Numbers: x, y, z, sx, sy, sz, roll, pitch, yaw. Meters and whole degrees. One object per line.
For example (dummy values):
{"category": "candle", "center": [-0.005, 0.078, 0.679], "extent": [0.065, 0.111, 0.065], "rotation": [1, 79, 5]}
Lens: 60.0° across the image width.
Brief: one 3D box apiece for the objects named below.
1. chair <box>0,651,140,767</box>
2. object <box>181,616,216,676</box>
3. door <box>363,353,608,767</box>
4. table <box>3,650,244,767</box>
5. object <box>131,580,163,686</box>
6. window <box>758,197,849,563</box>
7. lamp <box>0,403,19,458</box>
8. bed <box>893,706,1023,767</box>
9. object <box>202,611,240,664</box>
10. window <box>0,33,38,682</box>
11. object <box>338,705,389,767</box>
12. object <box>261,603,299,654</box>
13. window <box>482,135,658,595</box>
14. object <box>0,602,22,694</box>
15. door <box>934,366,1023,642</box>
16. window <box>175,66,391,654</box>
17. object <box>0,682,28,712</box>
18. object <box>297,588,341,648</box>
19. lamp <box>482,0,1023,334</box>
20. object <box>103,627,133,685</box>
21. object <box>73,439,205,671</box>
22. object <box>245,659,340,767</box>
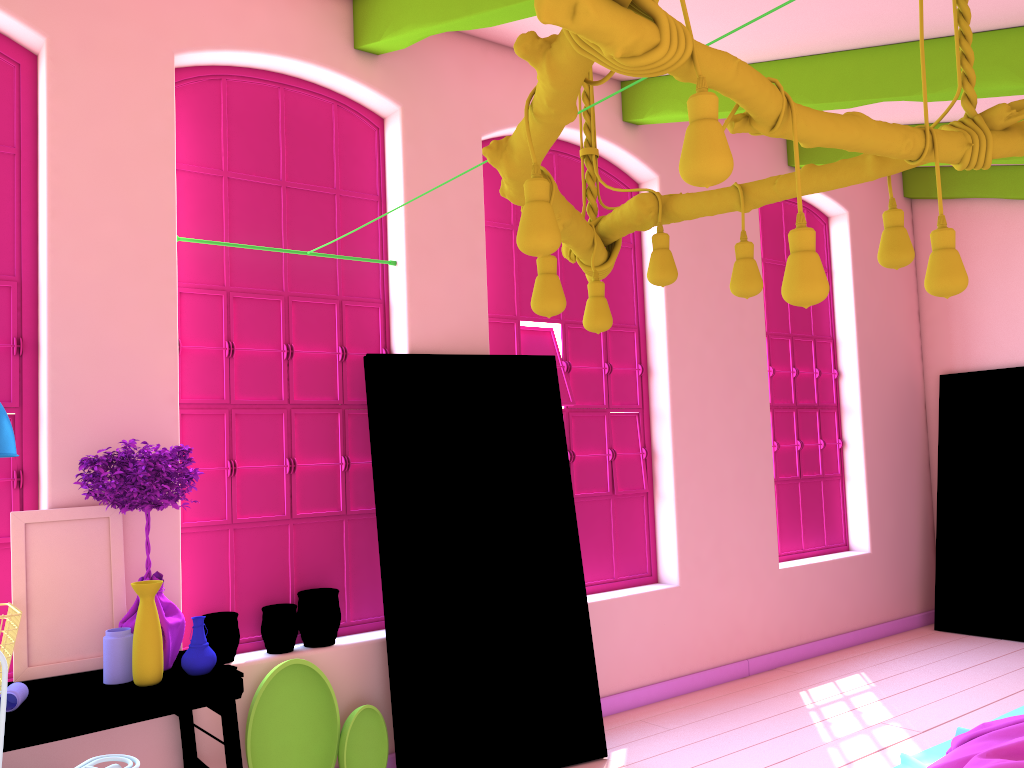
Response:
{"category": "chair", "center": [-1.612, 1.284, 2.510], "extent": [1.078, 1.237, 0.925], "rotation": [-2, -4, -2]}
{"category": "object", "center": [-1.246, 1.039, 3.526], "extent": [0.132, 0.219, 0.132], "rotation": [-1, -4, -20]}
{"category": "door", "center": [-0.143, 0.917, 4.722], "extent": [1.153, 2.209, 0.450], "rotation": [0, -4, -27]}
{"category": "table", "center": [-2.093, 1.553, 3.084], "extent": [2.193, 0.820, 0.656], "rotation": [1, -5, -37]}
{"category": "object", "center": [-1.396, 0.953, 3.397], "extent": [0.116, 0.382, 0.116], "rotation": [-4, -4, 27]}
{"category": "window", "center": [2.317, -0.097, 7.274], "extent": [1.275, 3.045, 0.072], "rotation": [1, -5, -37]}
{"category": "lamp", "center": [-1.992, -0.745, 3.040], "extent": [0.529, 2.000, 0.529], "rotation": [-2, -4, -5]}
{"category": "bed", "center": [2.794, 1.555, 3.463], "extent": [3.576, 0.513, 2.804], "rotation": [1, -6, -37]}
{"category": "object", "center": [-1.386, 1.206, 4.209], "extent": [0.182, 0.222, 0.182], "rotation": [-5, -5, 30]}
{"category": "window", "center": [-2.711, -0.195, 3.498], "extent": [1.497, 3.001, 0.493], "rotation": [1, -5, -37]}
{"category": "object", "center": [-0.744, 1.775, 4.276], "extent": [0.137, 0.462, 0.284], "rotation": [-5, -5, 38]}
{"category": "object", "center": [-1.148, 1.211, 4.388], "extent": [0.182, 0.222, 0.182], "rotation": [-5, -5, 35]}
{"category": "window", "center": [0.343, -0.128, 5.804], "extent": [1.514, 3.007, 0.214], "rotation": [1, -5, -37]}
{"category": "object", "center": [-2.140, 0.990, 3.198], "extent": [0.633, 0.369, 0.444], "rotation": [1, -5, -37]}
{"category": "door", "center": [4.075, 0.959, 7.298], "extent": [0.450, 2.209, 1.154], "rotation": [1, -5, -37]}
{"category": "window", "center": [-1.174, -0.171, 4.648], "extent": [1.275, 3.045, 0.072], "rotation": [1, -5, -37]}
{"category": "object", "center": [-1.783, 1.119, 3.165], "extent": [0.076, 0.076, 0.137], "rotation": [-1, -5, -17]}
{"category": "object", "center": [-0.984, 1.190, 4.518], "extent": [0.223, 0.272, 0.223], "rotation": [-6, -5, 40]}
{"category": "lamp", "center": [0.378, -1.263, 2.347], "extent": [1.611, 2.263, 1.776], "rotation": [-5, -5, 35]}
{"category": "object", "center": [-1.539, 1.061, 3.469], "extent": [0.109, 0.197, 0.109], "rotation": [-2, -4, 0]}
{"category": "object", "center": [-1.524, 0.699, 3.661], "extent": [0.441, 0.950, 0.503], "rotation": [-3, -4, 13]}
{"category": "object", "center": [-1.056, 1.642, 4.146], "extent": [0.451, 0.733, 0.218], "rotation": [1, -5, -37]}
